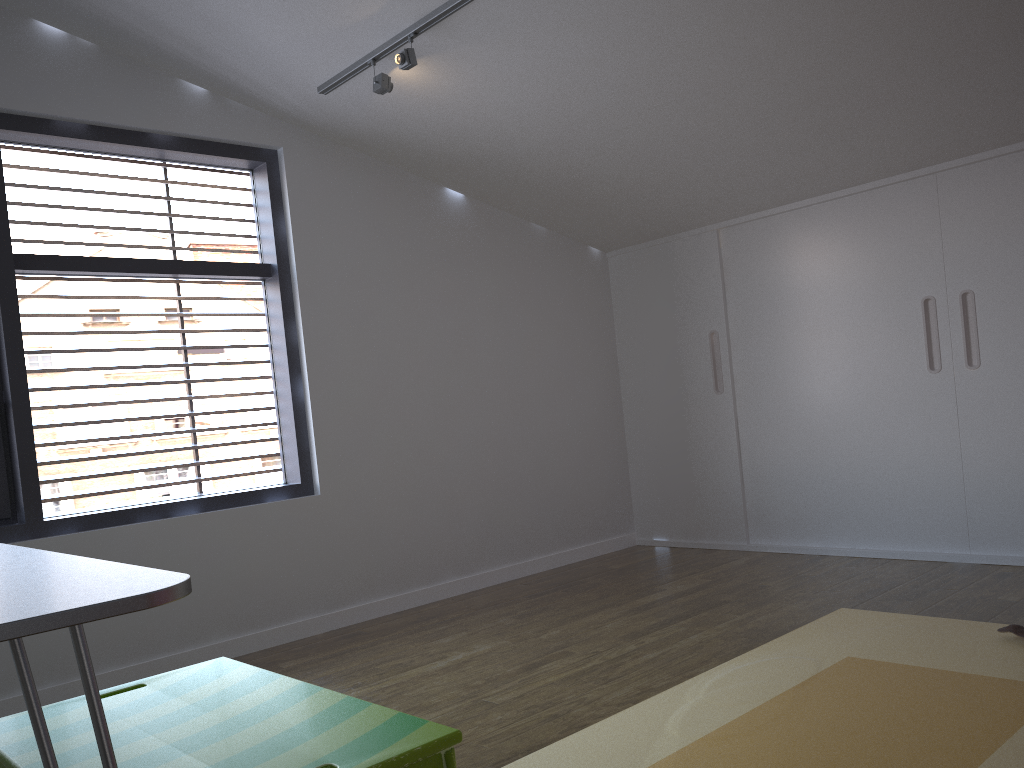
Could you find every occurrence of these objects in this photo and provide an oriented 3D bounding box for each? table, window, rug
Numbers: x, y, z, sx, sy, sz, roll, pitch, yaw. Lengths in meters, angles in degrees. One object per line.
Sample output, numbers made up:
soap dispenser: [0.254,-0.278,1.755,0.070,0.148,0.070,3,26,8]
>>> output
table: [-0.980,0.640,1.047,0.805,0.759,1.339,-6,-1,-43]
window: [-0.775,1.179,4.191,4.947,4.562,0.296,-6,1,-43]
rug: [0.855,0.860,2.184,2.194,0.006,1.203,-4,-2,-43]

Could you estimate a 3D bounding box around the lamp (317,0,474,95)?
lamp: [-0.364,-1.185,3.133,0.123,0.144,1.208,-6,-1,-40]

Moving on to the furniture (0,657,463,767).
furniture: [-0.500,0.769,1.450,0.480,0.419,0.815,-6,-1,-43]

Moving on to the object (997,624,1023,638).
object: [1.695,0.706,2.502,0.399,0.111,0.605,-6,-2,6]

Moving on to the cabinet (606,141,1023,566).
cabinet: [2.095,-0.105,3.766,0.052,1.765,4.244,-7,0,-43]
